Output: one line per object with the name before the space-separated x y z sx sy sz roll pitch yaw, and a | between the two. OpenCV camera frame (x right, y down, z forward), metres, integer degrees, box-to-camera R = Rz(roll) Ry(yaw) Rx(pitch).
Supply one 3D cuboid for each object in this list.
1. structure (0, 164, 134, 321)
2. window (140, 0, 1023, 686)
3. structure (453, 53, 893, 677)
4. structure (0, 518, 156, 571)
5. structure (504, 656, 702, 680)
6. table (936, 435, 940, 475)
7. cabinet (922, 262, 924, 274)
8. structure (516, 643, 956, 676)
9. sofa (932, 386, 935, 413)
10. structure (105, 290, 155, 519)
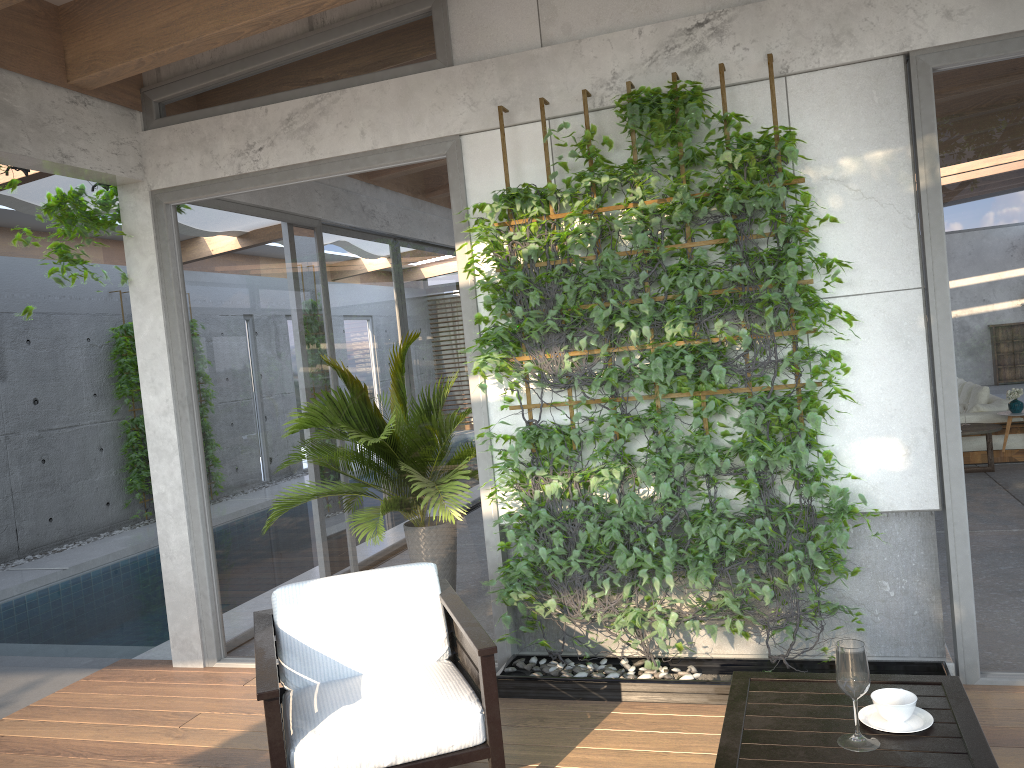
structure | -2.522 -1.367 4.893 0.918 2.054 1.822 -5 2 16
window | 3.096 -1.008 11.448 14.294 3.764 23.280 -5 2 18
structure | 0.648 -0.007 3.958 1.851 2.669 0.500 -5 2 19
structure | -3.953 1.560 11.734 0.477 0.068 13.673 -5 2 18
structure | 0.410 1.309 4.075 0.928 0.044 0.231 -5 2 18
table | 4.347 0.641 8.581 0.725 0.441 0.725 -7 2 -20
cabinet | 5.593 -0.901 18.098 5.901 2.502 0.709 -5 2 17
structure | 1.257 1.018 5.125 2.012 0.595 2.203 -5 2 18
sofa | 4.841 0.417 10.774 1.965 0.777 3.733 -5 2 18
structure | -1.010 -0.229 13.821 2.739 2.687 10.282 -4 3 36
